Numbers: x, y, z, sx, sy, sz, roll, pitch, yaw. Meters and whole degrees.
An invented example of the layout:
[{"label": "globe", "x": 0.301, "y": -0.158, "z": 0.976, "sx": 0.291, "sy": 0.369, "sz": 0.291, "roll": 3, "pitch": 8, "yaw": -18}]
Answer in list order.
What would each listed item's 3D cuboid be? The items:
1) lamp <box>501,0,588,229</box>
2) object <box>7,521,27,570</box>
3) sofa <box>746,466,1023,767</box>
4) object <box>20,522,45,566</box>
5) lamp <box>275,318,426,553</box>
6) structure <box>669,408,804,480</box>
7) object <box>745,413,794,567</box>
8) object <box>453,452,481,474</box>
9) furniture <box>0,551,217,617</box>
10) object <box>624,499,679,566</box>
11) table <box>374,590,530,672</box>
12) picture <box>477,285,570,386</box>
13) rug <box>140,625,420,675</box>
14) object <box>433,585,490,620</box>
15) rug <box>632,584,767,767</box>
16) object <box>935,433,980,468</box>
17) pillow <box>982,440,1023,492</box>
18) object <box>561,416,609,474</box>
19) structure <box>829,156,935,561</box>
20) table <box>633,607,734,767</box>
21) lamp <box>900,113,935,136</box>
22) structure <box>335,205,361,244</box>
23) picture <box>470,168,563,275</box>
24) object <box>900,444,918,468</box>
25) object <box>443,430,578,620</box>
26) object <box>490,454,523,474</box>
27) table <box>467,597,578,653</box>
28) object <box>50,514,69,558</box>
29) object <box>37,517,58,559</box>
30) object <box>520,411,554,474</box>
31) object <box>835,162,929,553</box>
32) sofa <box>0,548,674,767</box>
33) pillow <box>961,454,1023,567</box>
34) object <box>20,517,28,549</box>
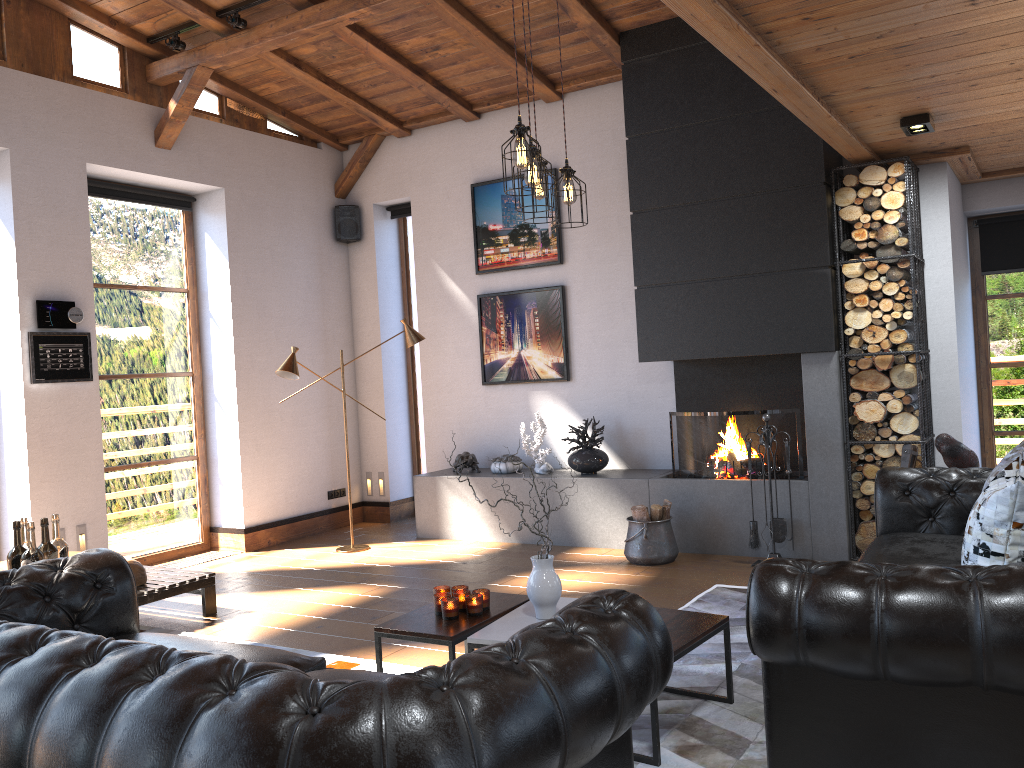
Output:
[{"label": "lamp", "x": 0.079, "y": -1.904, "z": 4.304, "sx": 0.259, "sy": 2.201, "sz": 0.810, "roll": -3, "pitch": 0, "yaw": 23}, {"label": "object", "x": -2.032, "y": 0.707, "z": 3.652, "sx": 0.088, "sy": 0.286, "sz": 0.087, "roll": -3, "pitch": 0, "yaw": -19}, {"label": "sofa", "x": 1.831, "y": 0.816, "z": 3.341, "sx": 1.226, "sy": 0.838, "sz": 2.594, "roll": -3, "pitch": 1, "yaw": 31}, {"label": "object", "x": -1.947, "y": 0.703, "z": 3.597, "sx": 0.087, "sy": 0.286, "sz": 0.087, "roll": -3, "pitch": 0, "yaw": 8}, {"label": "lamp", "x": -1.331, "y": 0.421, "z": 7.268, "sx": 1.338, "sy": 1.899, "sz": 0.521, "roll": -4, "pitch": 0, "yaw": -38}, {"label": "structure", "x": 1.581, "y": 0.452, "z": 6.419, "sx": 0.972, "sy": 0.514, "sz": 0.185, "roll": -3, "pitch": 0, "yaw": 31}, {"label": "object", "x": 1.722, "y": 0.703, "z": 5.903, "sx": 0.309, "sy": 1.017, "sz": 0.306, "roll": -3, "pitch": 0, "yaw": -13}, {"label": "object", "x": -0.397, "y": 0.684, "z": 7.751, "sx": 0.228, "sy": 0.183, "sz": 0.403, "roll": -3, "pitch": 1, "yaw": -15}, {"label": "furniture", "x": -3.059, "y": 1.284, "z": 4.595, "sx": 1.162, "sy": 0.436, "sz": 2.790, "roll": -3, "pitch": 1, "yaw": 32}, {"label": "object", "x": 0.975, "y": 1.040, "z": 6.256, "sx": 0.388, "sy": 0.431, "sz": 0.380, "roll": -4, "pitch": 0, "yaw": -32}, {"label": "table", "x": -0.225, "y": 1.165, "z": 3.873, "sx": 0.396, "sy": 0.350, "sz": 0.657, "roll": -3, "pitch": 1, "yaw": 31}, {"label": "picture", "x": 0.087, "y": -0.412, "z": 7.740, "sx": 0.870, "sy": 0.816, "sz": 0.036, "roll": -3, "pitch": 0, "yaw": 31}, {"label": "rug", "x": -2.056, "y": 1.429, "z": 3.764, "sx": 3.766, "sy": 0.053, "sz": 2.459, "roll": -3, "pitch": 1, "yaw": 32}, {"label": "object", "x": -0.227, "y": 0.949, "z": 3.888, "sx": 0.248, "sy": 0.081, "sz": 0.300, "roll": -4, "pitch": 1, "yaw": -20}, {"label": "rug", "x": 1.176, "y": 1.250, "z": 3.120, "sx": 2.405, "sy": 0.053, "sz": 4.089, "roll": -3, "pitch": 1, "yaw": 32}, {"label": "object", "x": 2.418, "y": 0.421, "z": 4.791, "sx": 0.250, "sy": 0.319, "sz": 0.148, "roll": -3, "pitch": 0, "yaw": -18}, {"label": "pillow", "x": 2.111, "y": 0.483, "z": 3.731, "sx": 0.280, "sy": 0.469, "sz": 0.534, "roll": -3, "pitch": 0, "yaw": 34}, {"label": "object", "x": 0.605, "y": 0.493, "z": 7.138, "sx": 0.337, "sy": 0.455, "sz": 0.337, "roll": -4, "pitch": 0, "yaw": -33}, {"label": "structure", "x": 2.526, "y": -0.148, "z": 5.986, "sx": 0.496, "sy": 2.617, "sz": 0.517, "roll": -3, "pitch": 0, "yaw": 31}, {"label": "table", "x": 0.527, "y": 1.127, "z": 3.409, "sx": 0.395, "sy": 0.350, "sz": 0.658, "roll": -3, "pitch": 1, "yaw": 36}, {"label": "lamp", "x": 2.316, "y": -1.485, "z": 5.060, "sx": 0.153, "sy": 0.068, "sz": 0.264, "roll": -3, "pitch": 1, "yaw": 31}, {"label": "structure", "x": -1.597, "y": -1.555, "z": 8.615, "sx": 0.211, "sy": 0.349, "sz": 0.216, "roll": -3, "pitch": 0, "yaw": 31}, {"label": "picture", "x": 0.029, "y": -1.405, "z": 7.739, "sx": 0.870, "sy": 0.816, "sz": 0.036, "roll": -3, "pitch": 0, "yaw": 31}, {"label": "object", "x": 2.494, "y": 0.778, "z": 5.672, "sx": 0.266, "sy": 0.795, "sz": 0.265, "roll": -3, "pitch": 0, "yaw": 15}, {"label": "object", "x": 0.078, "y": 0.570, "z": 3.670, "sx": 0.401, "sy": 0.808, "sz": 0.627, "roll": -3, "pitch": 0, "yaw": 42}, {"label": "object", "x": -0.050, "y": 0.678, "z": 7.566, "sx": 0.278, "sy": 0.160, "sz": 0.262, "roll": -3, "pitch": 1, "yaw": 34}, {"label": "table", "x": 0.159, "y": 1.145, "z": 3.672, "sx": 0.396, "sy": 0.350, "sz": 0.656, "roll": -3, "pitch": 1, "yaw": 27}, {"label": "object", "x": -1.946, "y": 0.700, "z": 3.794, "sx": 0.086, "sy": 0.286, "sz": 0.088, "roll": -3, "pitch": 0, "yaw": 41}, {"label": "object", "x": -1.943, "y": 0.701, "z": 3.696, "sx": 0.087, "sy": 0.286, "sz": 0.088, "roll": -3, "pitch": 0, "yaw": 9}, {"label": "object", "x": 0.200, "y": 0.487, "z": 7.304, "sx": 0.259, "sy": 0.532, "sz": 0.427, "roll": -3, "pitch": 0, "yaw": 0}, {"label": "object", "x": 2.525, "y": -0.142, "z": 5.997, "sx": 0.488, "sy": 2.612, "sz": 0.471, "roll": -3, "pitch": 0, "yaw": 31}, {"label": "sofa", "x": -0.932, "y": 0.987, "z": 2.484, "sx": 2.538, "sy": 0.838, "sz": 1.253, "roll": -3, "pitch": 1, "yaw": 31}, {"label": "pillow", "x": 1.751, "y": 0.511, "z": 3.146, "sx": 0.280, "sy": 0.469, "sz": 0.534, "roll": -3, "pitch": 0, "yaw": 34}, {"label": "object", "x": -2.053, "y": 0.707, "z": 3.742, "sx": 0.086, "sy": 0.286, "sz": 0.088, "roll": -3, "pitch": 0, "yaw": 44}]
